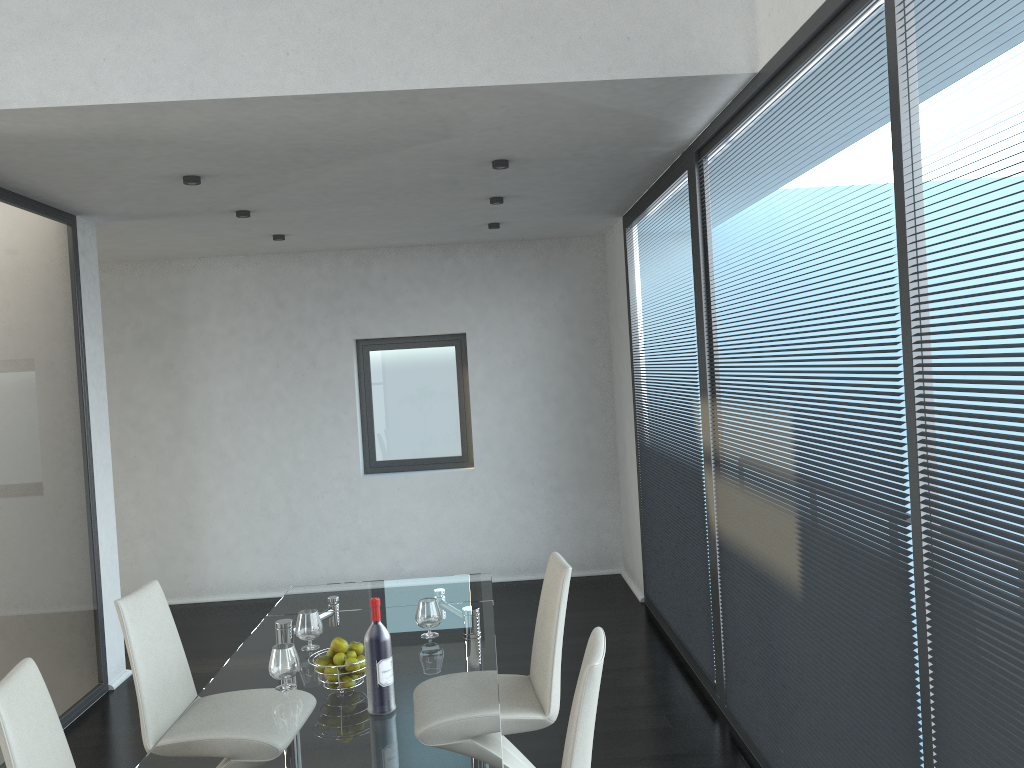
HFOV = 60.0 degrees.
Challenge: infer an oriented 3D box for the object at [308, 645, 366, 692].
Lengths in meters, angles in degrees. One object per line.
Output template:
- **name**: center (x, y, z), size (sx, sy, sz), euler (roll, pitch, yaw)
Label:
- **object**: center (-0.520, 0.887, 2.731), size (0.206, 0.105, 0.206), euler (-2, 1, 43)

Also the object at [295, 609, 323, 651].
- **object**: center (-0.728, 0.882, 3.183), size (0.098, 0.132, 0.098), euler (-3, 1, 18)

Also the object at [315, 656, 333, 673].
- **object**: center (-0.576, 0.860, 2.717), size (0.055, 0.048, 0.054), euler (-4, 1, -9)

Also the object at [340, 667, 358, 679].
- **object**: center (-0.509, 0.903, 2.759), size (0.061, 0.056, 0.059), euler (-2, 1, 43)

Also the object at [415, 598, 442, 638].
- **object**: center (-0.305, 0.855, 3.246), size (0.098, 0.132, 0.098), euler (-3, 1, 18)

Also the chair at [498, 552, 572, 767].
- **chair**: center (-0.064, 1.160, 3.326), size (0.612, 0.959, 0.471), euler (-4, 1, -7)

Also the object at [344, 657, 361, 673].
- **object**: center (-0.482, 0.849, 2.681), size (0.047, 0.048, 0.047), euler (-4, 1, -40)

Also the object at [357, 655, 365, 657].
- **object**: center (-0.474, 0.866, 2.765), size (0.040, 0.040, 0.039), euler (-4, 1, -10)

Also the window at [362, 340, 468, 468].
- **window**: center (-0.789, 0.161, 7.262), size (0.800, 1.000, 0.050), euler (-3, 1, -2)

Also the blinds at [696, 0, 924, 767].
- **blinds**: center (0.964, 0.260, 3.174), size (0.018, 2.537, 1.874), euler (-3, 1, -2)

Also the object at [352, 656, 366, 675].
- **object**: center (-0.471, 0.865, 2.723), size (0.058, 0.058, 0.058), euler (-4, 1, -35)

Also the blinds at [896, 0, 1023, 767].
- **blinds**: center (1.036, 0.292, 1.229), size (0.018, 2.537, 1.874), euler (-3, 1, -2)

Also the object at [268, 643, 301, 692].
- **object**: center (-0.714, 0.889, 2.785), size (0.098, 0.132, 0.098), euler (-3, 1, 18)

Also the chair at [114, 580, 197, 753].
- **chair**: center (-1.078, 1.222, 3.269), size (0.612, 0.959, 0.471), euler (-3, 1, 3)

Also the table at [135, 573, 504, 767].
- **table**: center (-0.493, 1.307, 2.825), size (0.940, 0.731, 2.720), euler (-3, 1, -2)

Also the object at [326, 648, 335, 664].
- **object**: center (-0.552, 0.845, 2.766), size (0.055, 0.054, 0.050), euler (-4, 1, -33)

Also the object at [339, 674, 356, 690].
- **object**: center (-0.502, 0.909, 2.703), size (0.048, 0.048, 0.048), euler (-3, 1, 9)

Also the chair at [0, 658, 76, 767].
- **chair**: center (-1.033, 1.235, 2.426), size (0.612, 0.959, 0.471), euler (-4, 1, -12)

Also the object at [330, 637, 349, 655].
- **object**: center (-0.532, 0.809, 2.735), size (0.055, 0.056, 0.055), euler (-3, 1, -2)

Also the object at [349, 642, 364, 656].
- **object**: center (-0.489, 0.829, 2.780), size (0.047, 0.045, 0.047), euler (-3, 1, -1)

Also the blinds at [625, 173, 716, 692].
- **blinds**: center (0.888, 0.226, 5.199), size (0.018, 2.537, 1.787), euler (-3, 1, -2)

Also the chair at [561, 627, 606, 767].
- **chair**: center (-0.030, 1.176, 2.371), size (0.612, 0.959, 0.471), euler (-3, 1, 8)

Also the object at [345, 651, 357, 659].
- **object**: center (-0.501, 0.843, 2.743), size (0.040, 0.038, 0.040), euler (-4, 1, -31)

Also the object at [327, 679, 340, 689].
- **object**: center (-0.548, 0.917, 2.728), size (0.038, 0.038, 0.038), euler (-3, 1, 2)

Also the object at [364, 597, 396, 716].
- **object**: center (-0.382, 0.776, 2.540), size (0.082, 0.326, 0.082), euler (-3, 1, 19)

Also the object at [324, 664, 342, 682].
- **object**: center (-0.542, 0.874, 2.684), size (0.053, 0.055, 0.054), euler (-4, 1, -37)

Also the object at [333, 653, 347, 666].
- **object**: center (-0.523, 0.839, 2.696), size (0.040, 0.043, 0.044), euler (-3, 1, 12)
